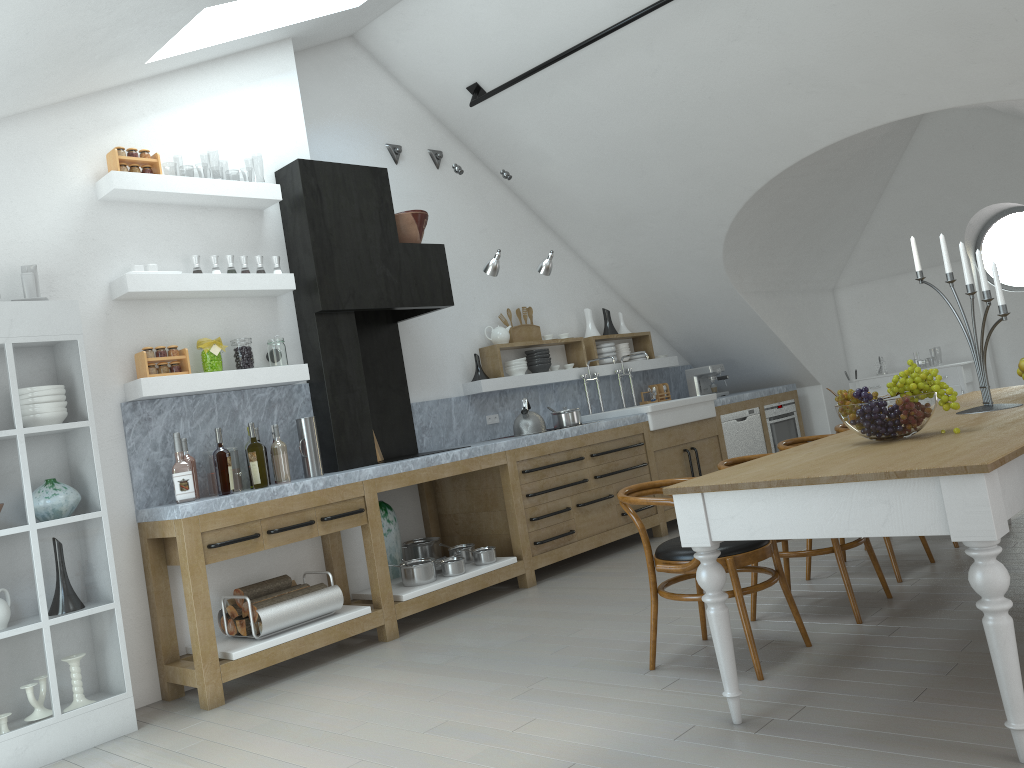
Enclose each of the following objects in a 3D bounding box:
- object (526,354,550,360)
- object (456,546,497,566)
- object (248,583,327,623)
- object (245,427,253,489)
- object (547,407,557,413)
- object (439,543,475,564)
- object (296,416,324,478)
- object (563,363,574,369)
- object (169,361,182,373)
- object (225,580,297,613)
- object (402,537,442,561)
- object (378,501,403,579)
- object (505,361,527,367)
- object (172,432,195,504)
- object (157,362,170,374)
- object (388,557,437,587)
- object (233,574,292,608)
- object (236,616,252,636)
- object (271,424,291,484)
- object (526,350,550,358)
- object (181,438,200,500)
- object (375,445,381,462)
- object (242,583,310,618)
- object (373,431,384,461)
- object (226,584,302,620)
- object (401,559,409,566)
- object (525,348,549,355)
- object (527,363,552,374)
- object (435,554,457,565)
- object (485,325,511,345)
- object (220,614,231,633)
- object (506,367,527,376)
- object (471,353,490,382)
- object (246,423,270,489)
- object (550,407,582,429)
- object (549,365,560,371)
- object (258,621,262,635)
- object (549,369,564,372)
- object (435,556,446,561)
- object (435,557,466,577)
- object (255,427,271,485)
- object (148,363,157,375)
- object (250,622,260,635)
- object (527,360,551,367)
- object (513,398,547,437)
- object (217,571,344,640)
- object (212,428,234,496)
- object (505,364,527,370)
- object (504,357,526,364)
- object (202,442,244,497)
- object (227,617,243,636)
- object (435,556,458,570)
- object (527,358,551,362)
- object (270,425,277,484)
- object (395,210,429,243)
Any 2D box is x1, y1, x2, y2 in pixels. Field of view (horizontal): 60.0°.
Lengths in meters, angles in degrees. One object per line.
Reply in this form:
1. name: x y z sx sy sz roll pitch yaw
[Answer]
1. object: 0.223 -0.199 7.420 0.205 0.072 0.206 -11 -3 31
2. object: -0.212 1.102 5.704 0.260 0.113 0.154 -12 -3 43
3. object: -1.165 1.143 4.645 0.092 0.093 0.437 -12 -3 41
4. object: -1.396 0.398 4.806 0.092 0.340 0.091 -8 -4 -28
5. object: 0.367 0.243 6.804 0.235 0.167 0.051 -12 -4 39
6. object: -0.349 1.124 5.902 0.182 0.134 0.308 -9 -2 -22
7. object: -1.169 0.364 5.072 0.164 0.340 0.114 -6 -5 -43
8. object: 0.497 -0.147 7.721 0.098 0.049 0.099 -12 -3 41
9. object: -1.789 -0.084 4.711 0.059 0.075 0.058 -8 -3 -23
10. object: -1.354 1.153 4.820 0.071 0.073 0.423 -12 -3 41
11. object: -0.703 1.161 6.092 0.456 0.197 0.267 -9 -3 -12
12. object: -0.837 1.011 5.759 0.231 0.499 0.230 -9 -3 -5
13. object: 0.035 -0.139 7.213 0.181 0.069 0.180 -8 -3 -29
14. object: -1.672 0.423 4.479 0.088 0.360 0.085 -8 -4 -25
15. object: -1.835 -0.078 4.662 0.059 0.075 0.058 -8 -3 -23
16. object: -0.628 1.141 5.395 0.377 0.164 0.223 -11 -3 33
17. object: -1.316 1.096 4.696 0.103 0.102 0.292 -12 -3 41
18. object: -1.230 1.228 4.722 0.093 0.084 0.480 -12 -3 41
19. object: -1.283 0.387 4.896 0.085 0.331 0.085 -7 -5 -38
20. object: 0.219 -0.223 7.427 0.205 0.084 0.205 -9 -2 -19
21. object: -1.680 0.444 4.596 0.085 0.331 0.085 -7 -5 -38
22. object: -0.929 0.354 5.722 0.148 0.337 0.081 -12 -4 34
23. object: -1.241 1.142 4.679 0.101 0.087 0.363 -12 -3 41
24. object: -0.960 0.318 5.914 0.148 0.428 0.078 -9 -4 -11
25. object: -1.306 1.168 4.753 0.114 0.080 0.435 -12 -3 41
26. object: -0.578 1.101 5.301 0.051 0.152 0.190 -13 -4 44
27. object: 0.212 -0.250 7.429 0.206 0.080 0.205 -7 -3 -44
28. object: 0.234 -0.123 7.414 0.205 0.072 0.206 -11 -3 31
29. object: -0.442 1.134 5.665 0.041 0.045 0.247 -12 -3 42
30. object: -0.105 -0.394 7.171 0.174 0.169 0.168 -11 -3 27
31. object: -1.366 1.246 4.825 0.091 0.092 0.437 -12 -3 41
32. object: 0.041 -0.094 7.208 0.181 0.064 0.180 -9 -2 -24
33. object: -0.262 -0.133 6.936 0.155 0.219 0.156 -11 -3 25
34. object: -1.355 0.382 4.695 0.092 0.359 0.092 -9 -4 -2
35. object: 0.449 0.256 6.838 0.232 0.170 0.394 -11 -3 23
36. object: 0.365 -0.130 7.581 0.098 0.049 0.099 -12 -3 41
37. object: -1.116 1.213 4.616 0.067 0.067 0.423 -12 -3 41
38. object: 0.369 -0.107 7.580 0.164 0.012 0.163 -8 -2 -29
39. object: -0.488 1.148 5.721 0.061 0.035 0.170 -12 -3 44
40. object: -0.404 1.127 5.471 0.260 0.113 0.154 -11 -3 33
41. object: -1.403 0.407 4.932 0.085 0.331 0.085 -7 -5 -38
42. object: -1.881 -0.072 4.614 0.059 0.075 0.058 -8 -3 -23
43. object: -1.174 1.227 4.670 0.067 0.067 0.423 -12 -3 41
44. object: 0.230 -0.150 7.415 0.205 0.086 0.205 -9 -2 -9
45. object: 0.114 0.235 6.491 0.246 0.268 0.245 -7 -4 -36
46. object: -1.238 1.180 4.740 0.428 0.232 0.528 -12 -3 41
47. object: -1.488 0.403 4.550 0.092 0.360 0.092 -9 -4 -12
48. object: 0.037 -0.116 7.209 0.181 0.065 0.181 -9 -2 -9
49. object: 0.031 -0.167 7.216 0.181 0.076 0.180 -9 -2 -9
50. object: -1.547 0.445 4.739 0.184 0.287 0.183 -8 -3 -22
51. object: -1.304 1.241 4.764 0.090 0.089 0.455 -12 -3 41
52. object: -0.563 1.159 5.683 0.507 0.052 0.263 -10 -2 20
53. object: 0.231 -0.178 7.415 0.205 0.086 0.205 -9 -2 -4
54. object: -1.319 0.396 4.999 0.081 0.330 0.081 -8 -4 -19
55. object: -0.733 -1.025 6.047 0.348 0.237 0.365 -8 -3 -29
